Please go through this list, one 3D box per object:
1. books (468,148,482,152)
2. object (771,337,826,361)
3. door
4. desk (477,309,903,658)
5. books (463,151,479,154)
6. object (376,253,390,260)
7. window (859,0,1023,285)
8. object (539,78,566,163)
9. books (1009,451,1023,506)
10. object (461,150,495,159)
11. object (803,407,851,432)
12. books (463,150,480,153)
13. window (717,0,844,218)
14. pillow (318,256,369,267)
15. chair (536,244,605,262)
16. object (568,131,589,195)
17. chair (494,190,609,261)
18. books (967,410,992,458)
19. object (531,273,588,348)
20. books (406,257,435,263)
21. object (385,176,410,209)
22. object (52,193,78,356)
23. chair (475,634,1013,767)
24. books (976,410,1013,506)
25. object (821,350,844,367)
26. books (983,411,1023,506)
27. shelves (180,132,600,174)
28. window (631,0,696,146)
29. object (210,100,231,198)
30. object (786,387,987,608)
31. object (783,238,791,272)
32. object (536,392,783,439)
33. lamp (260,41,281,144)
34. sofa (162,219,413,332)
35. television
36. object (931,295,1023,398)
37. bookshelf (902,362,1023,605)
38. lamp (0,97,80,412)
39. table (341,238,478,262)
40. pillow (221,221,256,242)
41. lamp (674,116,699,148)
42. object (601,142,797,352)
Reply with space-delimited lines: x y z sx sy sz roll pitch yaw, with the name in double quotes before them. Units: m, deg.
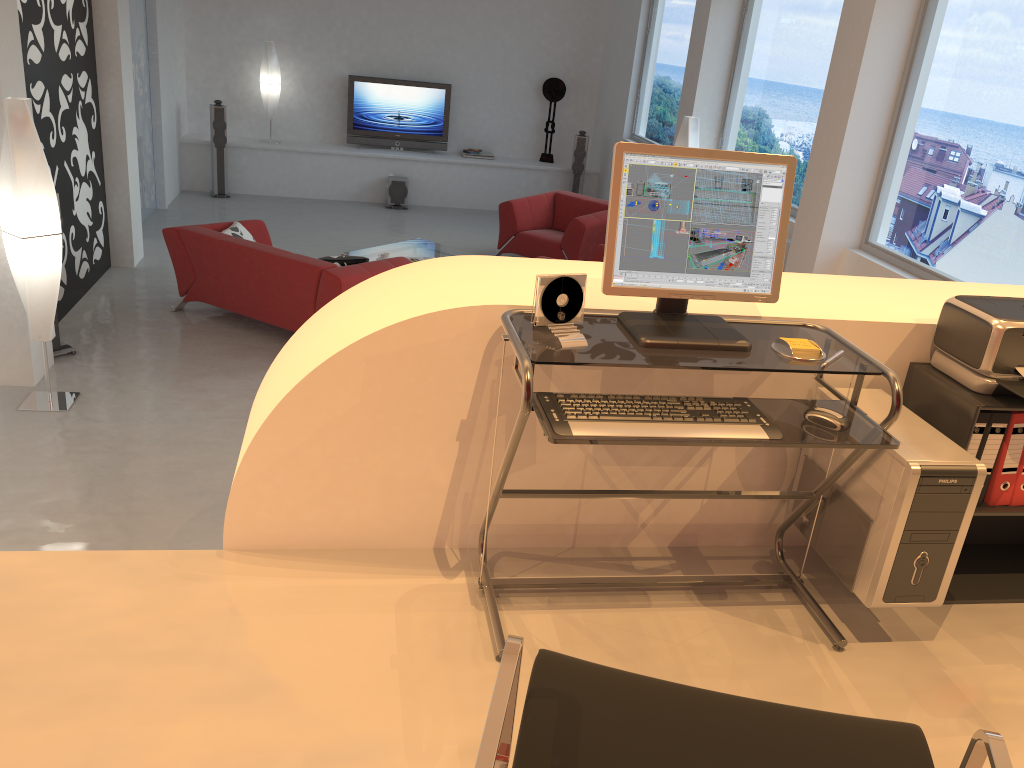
"books" -0.508 -3.222 12.224 0.190 0.015 0.135 5 22 -2
"object" 0.710 -0.092 2.192 0.132 0.026 0.132 19 25 29
"door" -3.927 -2.949 9.239 0.240 2.550 1.600 2 22 -11
"desk" 0.523 0.251 2.276 1.158 0.723 0.523 2 22 -11
"books" -0.560 -3.197 12.228 0.190 0.015 0.135 -16 31 -42
"object" -1.154 -1.153 8.078 0.153 0.069 0.153 12 23 14
"window" 2.738 -1.303 4.740 0.100 1.800 2.400 2 22 -11
"object" 0.539 -3.644 12.265 0.331 1.130 0.108 11 23 12
"books" 1.404 0.166 2.526 0.087 0.287 0.231 2 22 -10
"object" -0.475 -3.177 12.281 0.430 0.045 0.352 2 22 -11
"object" 0.734 0.079 2.064 0.104 0.035 0.059 23 27 35
"books" -0.560 -3.212 12.225 0.190 0.015 0.135 -7 25 -29
"window" 2.285 -2.387 7.282 0.100 1.800 2.400 2 22 -11
"pillow" -1.286 -0.809 6.617 0.402 0.343 0.288 -1 23 -18
"chair" 0.793 -0.727 7.428 0.951 0.738 1.288 23 27 35
"object" 0.884 -2.825 12.003 0.255 1.184 0.273 7 22 3
"chair" 0.550 -1.598 9.501 1.288 0.738 0.951 23 27 35
"books" 1.215 0.162 2.489 0.063 0.282 0.231 4 22 -5
"object" 0.120 -0.183 2.101 0.133 0.147 0.151 -5 25 -26
"books" -0.816 -1.102 8.085 0.367 0.035 0.345 -2 24 -20
"object" -1.518 -2.531 11.736 0.336 0.374 0.337 2 22 -11
"object" -3.089 -0.713 5.886 0.214 1.112 0.229 20 26 31
"chair" 0.262 0.675 1.112 0.664 0.795 0.768 9 22 8
"books" 1.277 0.164 2.501 0.063 0.282 0.231 4 22 -5
"object" 0.776 -0.060 2.152 0.011 0.011 0.158 21 26 32
"books" 1.342 0.164 2.514 0.087 0.287 0.231 2 22 -10
"shelves" -1.544 -3.113 11.991 5.500 0.050 0.650 2 22 -11
"window" 1.832 -3.472 9.823 0.100 1.800 2.400 2 22 -11
"object" -3.681 -2.957 11.139 0.255 1.184 0.273 -5 24 -25
"object" 0.977 0.293 2.378 0.200 0.411 0.478 2 22 -11
"object" 1.992 -0.571 6.861 0.214 1.112 0.229 -16 31 -42
"object" 0.332 0.068 2.012 0.526 0.015 0.215 2 22 -11
"lamp" -3.123 -3.767 11.467 0.263 1.239 0.263 -2 23 -18
"sofa" -1.713 -0.778 6.901 1.929 0.738 0.951 18 25 26
"television" -1.521 -3.605 11.913 1.356 0.919 0.343 2 22 -11
"object" 1.419 -0.067 2.349 0.397 0.217 0.458 2 22 -11
"bookshelf" 1.543 0.294 2.613 0.816 0.622 0.305 2 22 -11
"lamp" -2.738 -0.711 5.087 0.313 1.779 0.313 5 22 -3
"table" -0.810 -1.047 8.378 1.162 0.286 1.097 20 26 31
"pillow" -2.138 -1.080 7.061 0.288 0.343 0.402 4 22 -4
"lamp" 1.550 -1.613 8.414 0.313 1.779 0.313 -2 23 -18
"object" 0.450 -0.334 2.151 0.458 0.452 0.230 2 22 -11
